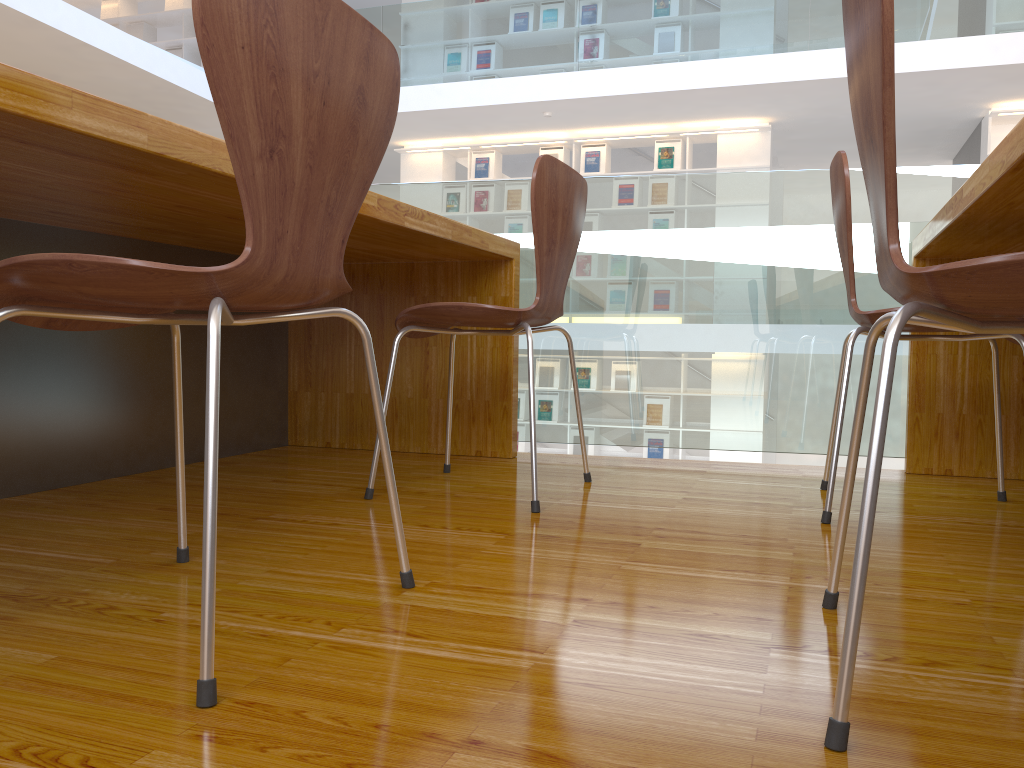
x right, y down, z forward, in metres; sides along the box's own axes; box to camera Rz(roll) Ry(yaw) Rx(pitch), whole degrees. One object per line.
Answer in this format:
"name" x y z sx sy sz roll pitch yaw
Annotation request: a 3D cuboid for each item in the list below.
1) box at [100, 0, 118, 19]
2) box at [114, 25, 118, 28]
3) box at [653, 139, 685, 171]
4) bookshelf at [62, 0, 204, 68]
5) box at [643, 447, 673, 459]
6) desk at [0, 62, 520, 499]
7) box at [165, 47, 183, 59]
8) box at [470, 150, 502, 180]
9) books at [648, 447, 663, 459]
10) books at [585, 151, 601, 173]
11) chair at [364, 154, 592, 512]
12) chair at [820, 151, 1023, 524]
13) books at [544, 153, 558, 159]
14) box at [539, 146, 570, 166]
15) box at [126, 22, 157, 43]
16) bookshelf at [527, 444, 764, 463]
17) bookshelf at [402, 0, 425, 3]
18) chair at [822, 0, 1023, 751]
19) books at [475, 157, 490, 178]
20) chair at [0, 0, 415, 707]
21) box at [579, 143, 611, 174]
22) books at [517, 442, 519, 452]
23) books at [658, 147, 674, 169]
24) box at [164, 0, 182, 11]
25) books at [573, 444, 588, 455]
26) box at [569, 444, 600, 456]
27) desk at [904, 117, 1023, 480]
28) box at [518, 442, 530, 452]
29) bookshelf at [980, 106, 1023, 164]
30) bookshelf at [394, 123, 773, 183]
"box" -4.668 -4.365 10.430 0.245 0.296 0.274 2 3 19
"box" -4.673 -4.037 10.446 0.245 0.296 0.274 2 3 19
"box" 1.478 -2.131 8.336 0.245 0.296 0.274 2 3 19
"bookshelf" -4.063 -3.672 10.177 2.984 1.836 0.498 2 3 19
"box" 1.395 0.582 8.478 0.245 0.296 0.274 2 3 19
"desk" -1.097 0.158 1.210 1.248 1.022 3.216 2 3 19
"box" -3.827 -3.683 10.169 0.245 0.296 0.274 2 3 19
"box" -0.261 -2.184 8.934 0.245 0.296 0.274 2 3 19
"books" 1.357 0.624 8.380 0.145 0.210 0.037 2 3 19
"books" 0.768 -2.119 8.469 0.145 0.210 0.037 2 3 19
"chair" -0.052 -0.112 1.941 0.381 0.693 0.428 2 3 19
"chair" 0.821 -0.091 1.757 0.381 0.693 0.428 2 3 19
"books" 0.371 -2.129 8.605 0.145 0.210 0.037 2 3 19
"box" 0.411 -2.163 8.703 0.245 0.296 0.274 2 3 19
"box" -4.331 -4.026 10.328 0.245 0.296 0.274 2 3 19
"bookshelf" 0.592 0.571 8.805 3.666 1.836 0.397 2 3 19
"bookshelf" 0.634 -3.530 8.566 3.666 1.836 0.498 2 3 19
"chair" 0.505 -0.053 0.840 0.381 0.693 0.428 2 3 19
"books" -0.298 -2.151 8.835 0.145 0.210 0.037 2 3 19
"chair" -0.369 -0.074 1.023 0.381 0.693 0.428 2 3 19
"box" 0.805 -2.152 8.568 0.245 0.296 0.274 2 3 19
"books" -0.004 0.577 8.851 0.145 0.210 0.037 2 3 19
"books" 1.431 -2.097 8.241 0.145 0.210 0.037 2 3 19
"box" -3.797 -4.340 10.129 0.245 0.296 0.274 2 3 19
"books" 0.668 0.612 8.617 0.145 0.210 0.037 2 3 19
"box" 0.710 0.562 8.713 0.245 0.296 0.274 2 3 19
"desk" 0.854 0.005 0.623 0.760 0.606 3.356 2 3 19
"box" 0.044 0.535 8.942 0.245 0.296 0.274 2 3 19
"bookshelf" 5.390 -1.342 7.013 2.984 1.836 0.498 2 3 19
"bookshelf" 0.605 -1.486 8.662 3.666 1.836 0.498 2 3 19
